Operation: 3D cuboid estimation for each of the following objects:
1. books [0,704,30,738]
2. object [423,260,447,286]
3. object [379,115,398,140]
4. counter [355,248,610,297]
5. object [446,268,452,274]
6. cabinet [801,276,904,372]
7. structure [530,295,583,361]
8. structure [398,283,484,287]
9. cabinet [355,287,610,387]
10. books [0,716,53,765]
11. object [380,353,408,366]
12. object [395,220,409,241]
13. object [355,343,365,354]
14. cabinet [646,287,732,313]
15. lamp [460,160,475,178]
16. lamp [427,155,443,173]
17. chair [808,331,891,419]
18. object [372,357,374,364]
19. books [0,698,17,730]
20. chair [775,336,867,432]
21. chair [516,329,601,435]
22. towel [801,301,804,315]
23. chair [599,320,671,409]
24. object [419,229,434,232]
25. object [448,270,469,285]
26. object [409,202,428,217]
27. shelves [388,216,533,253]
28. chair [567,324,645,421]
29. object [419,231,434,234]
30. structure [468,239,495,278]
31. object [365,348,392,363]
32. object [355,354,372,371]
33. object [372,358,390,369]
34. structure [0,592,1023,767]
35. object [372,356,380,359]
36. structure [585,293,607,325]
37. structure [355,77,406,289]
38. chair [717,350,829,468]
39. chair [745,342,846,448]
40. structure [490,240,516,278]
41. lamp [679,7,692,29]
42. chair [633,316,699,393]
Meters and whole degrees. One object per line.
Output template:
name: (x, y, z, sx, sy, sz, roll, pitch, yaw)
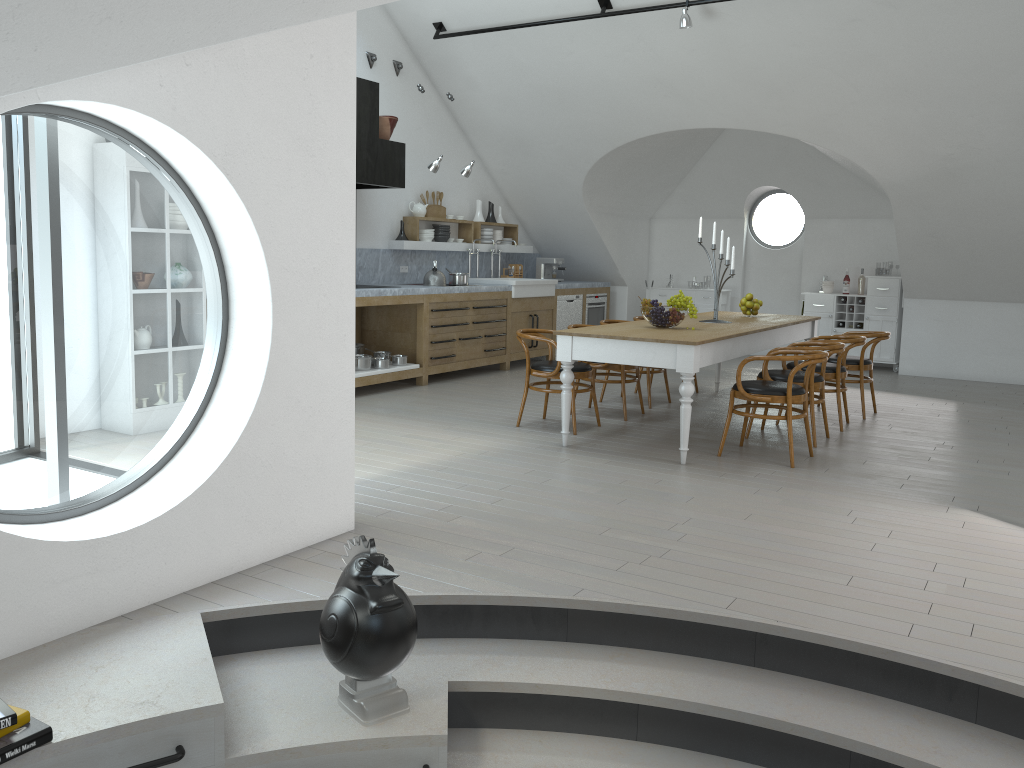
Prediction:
books: (-1.461, 0.888, 2.254, 0.286, 0.034, 0.305, 5, 9, 21)
object: (-0.808, -1.167, 9.296, 0.246, 0.267, 0.246, 8, 10, 41)
object: (-1.275, -2.436, 8.493, 0.348, 0.236, 0.367, -5, 10, -41)
counter: (-0.696, -1.342, 9.740, 0.963, 0.617, 6.591, 6, 10, 31)
object: (-0.632, -1.176, 9.659, 0.236, 0.166, 0.051, 5, 8, 27)
cabinet: (4.318, -0.797, 11.226, 1.244, 1.150, 0.611, 6, 8, 31)
structure: (0.479, -0.746, 11.416, 0.599, 0.820, 0.726, 6, 9, 31)
structure: (-0.778, -1.046, 9.519, 0.648, 0.041, 0.739, 6, 10, 31)
cabinet: (-0.736, -0.520, 9.760, 1.005, 1.018, 6.443, 6, 9, 31)
books: (-1.462, 0.924, 2.258, 0.366, 0.042, 0.389, 6, 10, 31)
object: (-1.129, -0.238, 8.581, 0.261, 0.112, 0.154, 6, 9, 31)
object: (-1.187, -1.661, 9.587, 0.156, 0.218, 0.156, 3, 7, 13)
object: (-1.693, -0.329, 8.850, 0.455, 0.196, 0.269, -2, 8, -24)
cabinet: (2.406, -0.916, 12.176, 1.136, 0.786, 0.498, 6, 8, 31)
lamp: (-0.460, -2.239, 9.242, 0.169, 0.176, 0.112, 5, 8, 23)
lamp: (-0.766, -2.172, 8.754, 0.115, 0.177, 0.165, -5, 9, -40)
chair: (2.931, -0.104, 7.701, 0.622, 0.732, 0.528, 6, 9, 34)
object: (-1.473, -0.234, 8.487, 0.508, 0.052, 0.264, 3, 8, 8)
books: (-1.461, 0.856, 2.250, 0.270, 0.031, 0.286, 9, 11, 41)
chair: (2.494, -0.031, 7.124, 0.622, 0.732, 0.528, 5, 8, 26)
chair: (0.327, -0.038, 6.807, 0.622, 0.732, 0.528, 6, 8, 31)
towel: (3.821, -1.001, 11.576, 0.049, 0.203, 0.150, 6, 8, 32)
chair: (1.089, -0.199, 8.038, 0.622, 0.732, 0.528, 6, 9, 34)
object: (-0.958, -1.699, 9.921, 0.181, 0.076, 0.181, -2, 9, -21)
object: (-0.563, -1.155, 9.712, 0.232, 0.170, 0.396, 3, 8, 11)
object: (-1.034, -1.931, 9.815, 0.174, 0.168, 0.168, 3, 8, 15)
shelves: (-1.132, -2.102, 9.332, 0.480, 1.357, 5.565, 5, 9, 26)
chair: (0.758, -0.113, 7.390, 0.622, 0.732, 0.528, 5, 8, 28)
object: (-0.960, -1.670, 9.923, 0.181, 0.069, 0.181, -6, 11, -41)
structure: (-0.349, -1.454, 10.513, 0.333, 0.528, 0.215, 3, 7, 12)
object: (-1.307, -0.274, 8.744, 0.182, 0.133, 0.309, -4, 10, -34)
object: (-1.471, -0.210, 8.191, 0.379, 0.163, 0.223, 4, 8, 21)
object: (-1.270, -0.203, 8.314, 0.261, 0.112, 0.154, 4, 8, 21)
structure: (0.059, 1.490, 1.175, 4.709, 0.691, 4.727, -1, 8, -13)
object: (-1.348, -0.236, 8.494, 0.041, 0.045, 0.248, 6, 9, 30)
structure: (0.881, -0.924, 12.044, 0.631, 0.634, 0.634, 6, 9, 31)
structure: (-1.605, -1.860, 8.336, 0.781, 1.878, 1.078, 6, 8, 31)
chair: (1.752, 0.132, 5.879, 0.622, 0.732, 0.528, 6, 9, 34)
chair: (2.099, 0.048, 6.516, 0.622, 0.732, 0.528, 6, 8, 31)
structure: (-0.093, -1.508, 10.927, 0.333, 0.528, 0.215, 3, 7, 12)
lamp: (1.509, -3.168, 7.673, 0.112, 0.174, 0.115, 1, 7, -6)
chair: (1.476, -0.278, 8.646, 0.622, 0.732, 0.528, 5, 8, 28)
